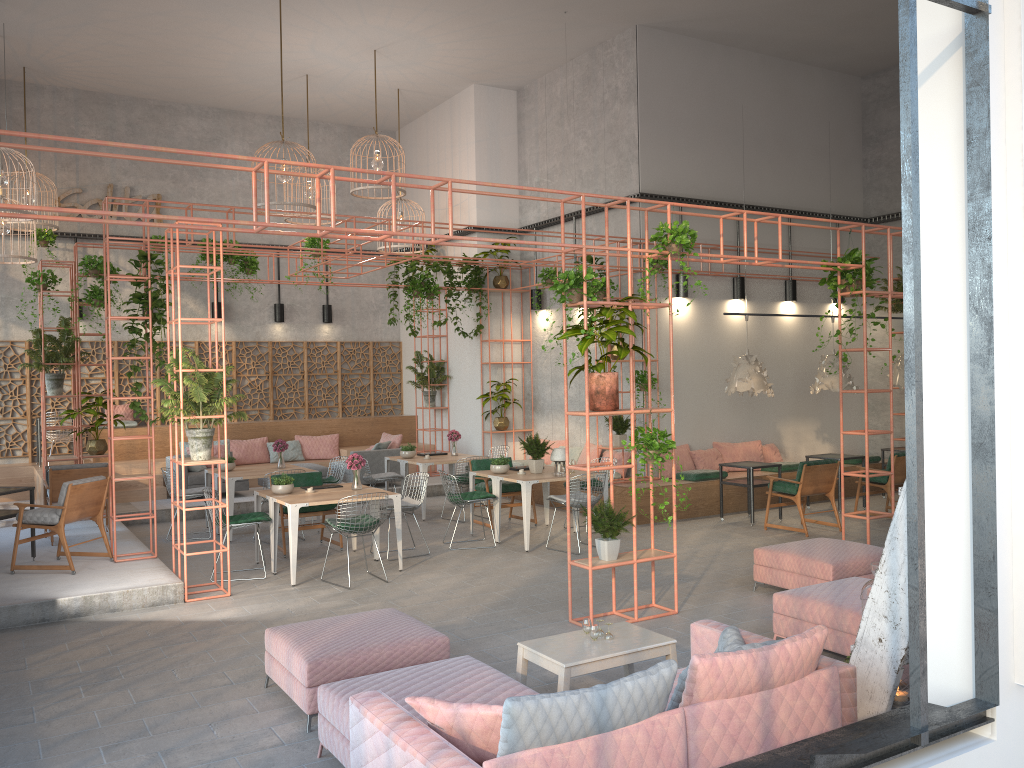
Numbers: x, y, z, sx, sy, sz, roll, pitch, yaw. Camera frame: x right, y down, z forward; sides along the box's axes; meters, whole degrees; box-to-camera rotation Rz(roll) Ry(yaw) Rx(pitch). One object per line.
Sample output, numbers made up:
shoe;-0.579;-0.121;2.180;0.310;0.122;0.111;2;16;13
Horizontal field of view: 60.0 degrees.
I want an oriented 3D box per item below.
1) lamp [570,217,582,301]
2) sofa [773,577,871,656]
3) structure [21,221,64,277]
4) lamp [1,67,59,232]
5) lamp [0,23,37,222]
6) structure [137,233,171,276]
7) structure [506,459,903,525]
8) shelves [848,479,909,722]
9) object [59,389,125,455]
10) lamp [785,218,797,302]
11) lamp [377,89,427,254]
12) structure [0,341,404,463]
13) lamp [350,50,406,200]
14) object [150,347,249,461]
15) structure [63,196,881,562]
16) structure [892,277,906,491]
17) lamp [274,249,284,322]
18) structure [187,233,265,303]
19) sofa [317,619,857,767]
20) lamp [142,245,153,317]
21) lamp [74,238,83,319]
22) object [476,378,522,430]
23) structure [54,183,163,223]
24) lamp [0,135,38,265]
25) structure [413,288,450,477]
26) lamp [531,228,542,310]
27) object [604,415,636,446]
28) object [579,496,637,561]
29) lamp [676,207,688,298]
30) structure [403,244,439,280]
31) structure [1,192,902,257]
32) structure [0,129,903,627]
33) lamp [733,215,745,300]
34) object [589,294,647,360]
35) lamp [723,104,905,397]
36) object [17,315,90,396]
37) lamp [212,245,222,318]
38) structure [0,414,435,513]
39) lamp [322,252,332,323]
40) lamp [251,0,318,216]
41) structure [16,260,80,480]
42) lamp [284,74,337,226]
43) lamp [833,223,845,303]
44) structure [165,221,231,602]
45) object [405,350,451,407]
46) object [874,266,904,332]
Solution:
lamp;1.035;-2.024;14.523;0.185;1.425;0.179;-1;1;-31
sofa;3.270;1.618;6.346;2.219;0.672;1.960;-1;1;-31
structure;-7.765;-2.224;14.665;0.605;0.972;0.587;-2;1;-32
lamp;-7.981;-4.304;14.575;0.883;3.476;0.883;-1;1;22
lamp;-6.974;-4.016;12.023;0.883;3.476;0.883;-1;1;22
structure;-6.230;-2.264;15.582;0.605;0.972;0.587;-2;1;-32
structure;3.089;1.624;15.512;5.831;0.500;4.386;-1;1;-31
shelves;2.270;1.187;4.724;0.842;1.618;0.856;-1;1;-31
object;-5.867;0.535;12.372;0.903;0.923;0.934;-1;1;26
lamp;4.671;-2.102;14.884;0.179;1.425;0.185;-1;1;-31
lamp;-2.030;-4.154;16.061;0.883;3.476;0.883;-1;1;22
structure;-5.908;0.245;16.705;9.782;2.103;0.132;-1;1;-31
lamp;-2.169;-4.770;14.146;0.883;3.476;0.883;-1;1;22
object;-3.066;0.190;8.655;0.900;1.100;0.894;-1;1;-2
structure;0.743;-0.449;14.414;14.096;4.345;4.501;-1;1;-32
structure;6.758;0.004;14.880;0.430;3.597;0.630;-1;1;-31
lamp;-4.580;-1.929;17.398;0.185;1.436;0.185;-1;1;10
structure;-5.218;-2.130;16.131;1.434;1.290;0.670;-1;1;-31
sofa;0.237;1.697;4.533;2.219;0.672;1.960;-1;1;-31
lamp;-6.650;-1.875;16.160;0.185;1.436;0.185;-1;1;10
lamp;-7.650;-1.849;15.562;0.185;1.436;0.185;-1;1;10
object;-0.243;0.362;15.793;0.903;0.919;0.934;-1;1;31
structure;-7.231;-3.247;15.914;1.807;0.695;0.087;-1;1;-31
lamp;-7.630;-3.579;13.239;0.883;3.476;0.883;-1;1;22
structure;-1.550;-0.050;17.101;0.424;3.596;0.624;-1;1;-31
lamp;0.415;-2.020;15.560;0.185;1.425;0.179;-1;1;-31
object;1.548;0.645;12.917;0.368;0.527;0.438;-1;1;-31
object;0.785;1.214;7.457;0.368;0.527;0.438;-1;1;-31
lamp;2.607;-2.048;13.650;0.179;1.425;0.185;-1;1;-31
structure;-1.684;-2.391;16.948;0.903;0.803;0.934;-1;1;31
structure;0.261;-2.720;11.466;15.203;0.110;15.603;-1;1;-31
structure;3.261;0.123;7.123;14.689;4.247;4.157;-1;1;-31
lamp;3.644;-2.075;14.270;0.179;1.425;0.185;-1;1;-31
object;1.500;-0.820;12.773;0.903;0.947;0.934;-1;1;21
lamp;4.764;-1.870;13.164;4.456;4.052;0.704;-1;1;-31
object;-6.325;-0.391;12.304;0.900;1.101;0.894;-1;1;23
lamp;-5.600;-1.902;16.788;0.185;1.436;0.185;-1;1;10
structure;-5.285;1.295;15.128;9.152;1.111;3.396;-1;1;-31
lamp;-3.739;-1.950;17.900;0.179;1.436;0.185;-1;1;-31
lamp;-3.117;-4.096;12.051;0.883;3.476;0.883;-1;1;22
structure;-6.420;0.096;12.256;0.722;3.623;0.748;-1;1;-31
lamp;-3.492;-4.535;15.215;0.883;3.476;0.883;-1;1;22
lamp;5.708;-2.129;15.504;0.179;1.425;0.185;-1;1;-31
structure;-3.094;0.259;8.719;0.424;3.602;0.624;-1;1;-31
object;-1.600;-0.104;16.992;0.900;1.097;0.894;-1;1;-2
object;6.581;-1.425;14.916;0.894;1.101;0.900;-1;1;28
